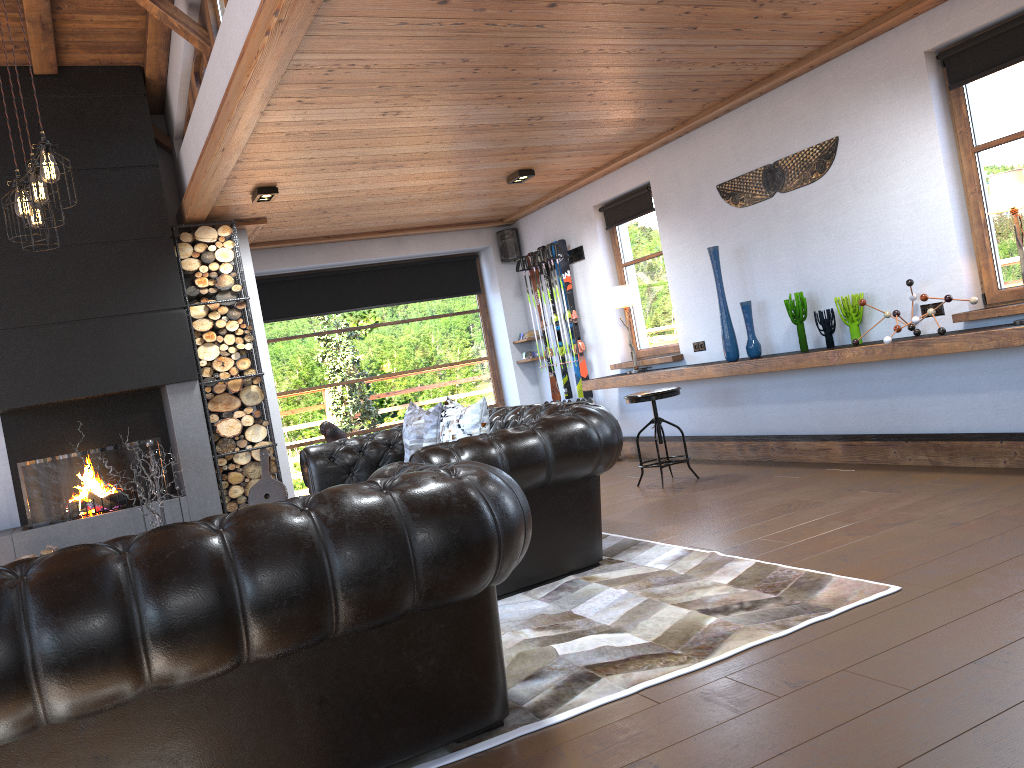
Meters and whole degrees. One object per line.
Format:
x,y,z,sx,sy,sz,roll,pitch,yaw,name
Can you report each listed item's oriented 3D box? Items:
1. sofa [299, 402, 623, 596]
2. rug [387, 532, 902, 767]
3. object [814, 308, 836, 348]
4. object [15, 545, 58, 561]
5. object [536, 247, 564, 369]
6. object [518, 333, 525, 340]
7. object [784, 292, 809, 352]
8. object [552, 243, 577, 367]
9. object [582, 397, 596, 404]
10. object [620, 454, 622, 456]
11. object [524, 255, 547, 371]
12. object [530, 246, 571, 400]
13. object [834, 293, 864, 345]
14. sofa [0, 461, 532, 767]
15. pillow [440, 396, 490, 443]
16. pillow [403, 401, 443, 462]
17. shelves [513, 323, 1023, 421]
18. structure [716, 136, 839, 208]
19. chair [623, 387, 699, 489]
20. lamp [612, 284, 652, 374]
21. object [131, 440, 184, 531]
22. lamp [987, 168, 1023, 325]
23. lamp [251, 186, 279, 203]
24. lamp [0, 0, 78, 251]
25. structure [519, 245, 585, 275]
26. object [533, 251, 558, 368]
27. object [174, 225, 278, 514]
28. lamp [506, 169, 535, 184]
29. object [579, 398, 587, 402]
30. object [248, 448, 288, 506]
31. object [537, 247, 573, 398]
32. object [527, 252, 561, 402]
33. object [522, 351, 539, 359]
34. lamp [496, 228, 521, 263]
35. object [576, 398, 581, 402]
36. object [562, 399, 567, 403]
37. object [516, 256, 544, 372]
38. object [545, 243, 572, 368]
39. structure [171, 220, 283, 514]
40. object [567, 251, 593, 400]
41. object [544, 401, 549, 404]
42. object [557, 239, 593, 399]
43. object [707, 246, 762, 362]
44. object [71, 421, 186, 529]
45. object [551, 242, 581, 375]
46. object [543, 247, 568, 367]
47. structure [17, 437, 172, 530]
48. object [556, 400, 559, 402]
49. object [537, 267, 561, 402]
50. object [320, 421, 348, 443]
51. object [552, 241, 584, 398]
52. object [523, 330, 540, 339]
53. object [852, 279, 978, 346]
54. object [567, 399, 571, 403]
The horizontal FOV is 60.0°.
-0.353,0.621,5.247,1.253,0.838,2.539,-11,1,-27,sofa
-0.469,1.055,4.563,2.457,0.053,4.003,-11,1,-25,rug
2.115,-0.371,5.949,0.128,0.260,0.125,-10,1,34,object
-3.217,1.338,6.014,0.384,0.431,0.384,-10,1,0,object
0.375,-0.762,9.009,0.120,1.249,0.059,-10,1,20,object
0.145,-0.538,9.936,0.161,0.084,0.187,-11,1,-27,object
1.976,-0.424,6.098,0.157,0.410,0.148,-10,1,32,object
0.557,-0.791,8.806,0.120,1.249,0.059,-10,1,26,object
0.747,0.271,8.676,0.254,0.270,0.115,-11,1,-31,object
0.635,0.756,9.162,0.311,0.065,1.607,-11,1,-26,object
0.237,-0.747,9.443,0.060,1.249,0.119,-11,1,-44,object
0.399,-0.630,9.205,0.257,1.622,0.102,-11,1,-30,object
2.216,-0.420,5.757,0.180,0.332,0.201,-10,1,23,object
-1.149,0.822,2.467,2.593,0.838,1.226,-11,1,-27,sofa
-0.280,0.295,5.090,0.286,0.469,0.523,-11,1,-23,pillow
-0.571,0.335,5.696,0.286,0.469,0.523,-11,1,-23,pillow
1.604,-0.199,7.050,0.618,0.988,6.575,-11,1,-25,shelves
1.833,-1.450,6.292,0.099,0.240,1.235,-11,1,-26,structure
1.115,0.403,6.677,0.445,0.716,0.437,-11,1,-22,chair
1.293,-0.187,8.063,0.638,1.481,0.244,-11,1,-23,lamp
-2.559,0.907,6.475,0.305,1.017,0.310,-10,1,19,object
2.866,-0.401,4.735,0.640,1.481,0.243,-11,1,-35,lamp
-1.850,-1.421,6.628,0.157,0.068,0.258,-11,1,-26,lamp
-2.524,-1.819,4.367,0.265,2.201,0.793,-11,1,-35,lamp
0.362,-1.246,9.144,0.322,0.135,1.040,-11,1,-26,structure
0.338,-0.760,9.235,0.060,1.249,0.119,-11,1,-44,object
-2.315,0.038,7.235,0.499,2.611,0.461,-11,1,-27,object
0.072,-1.788,7.618,0.157,0.068,0.258,-11,1,-26,lamp
0.693,0.278,8.789,0.254,0.270,0.115,-11,1,-31,object
-1.928,0.900,7.006,0.271,0.795,0.260,-11,1,-43,object
0.444,-0.640,9.300,0.112,1.622,0.072,-11,1,-27,object
0.355,-0.610,9.409,0.116,1.606,0.094,-11,1,-26,object
0.218,-0.327,9.865,0.187,0.084,0.353,-10,1,10,object
-0.031,-1.546,9.903,0.216,0.349,0.211,-11,1,-26,lamp
0.645,0.284,8.952,0.253,0.270,0.116,-10,1,-12,object
0.521,0.301,9.180,0.254,0.270,0.115,-11,1,-22,object
0.188,-0.736,9.378,0.122,1.249,0.058,-11,1,-44,object
0.453,-0.772,8.814,0.119,1.249,0.060,-10,1,31,object
-2.306,0.030,7.230,0.507,2.616,0.506,-11,1,-26,structure
0.612,-0.631,8.904,0.116,1.606,0.094,-11,1,-26,object
0.354,0.325,9.497,0.255,0.270,0.115,-11,1,-36,object
0.641,-0.649,8.812,0.116,1.606,0.094,-11,1,-26,object
1.642,-0.606,6.557,0.272,0.862,0.112,-10,1,19,object
-1.635,0.531,3.946,0.409,0.808,0.616,-10,1,-15,object
0.566,-0.658,9.115,0.112,1.622,0.072,-11,1,-27,object
0.438,-0.774,9.026,0.060,1.249,0.119,-11,1,-44,object
-3.102,0.745,6.632,0.993,0.514,0.181,-11,1,-27,structure
0.456,0.311,9.282,0.254,0.270,0.115,-11,1,-22,object
0.326,-0.592,9.500,0.116,1.606,0.094,-11,1,-26,object
-1.290,0.417,6.502,0.148,0.319,0.250,-10,1,15,object
0.589,-0.661,9.044,0.112,1.622,0.072,-11,1,-27,object
0.221,-0.548,9.777,0.191,0.084,0.158,-11,1,-28,object
2.361,-0.447,5.271,0.521,0.349,0.646,-10,1,1,object
0.559,0.297,9.057,0.252,0.270,0.116,-10,1,-7,object
